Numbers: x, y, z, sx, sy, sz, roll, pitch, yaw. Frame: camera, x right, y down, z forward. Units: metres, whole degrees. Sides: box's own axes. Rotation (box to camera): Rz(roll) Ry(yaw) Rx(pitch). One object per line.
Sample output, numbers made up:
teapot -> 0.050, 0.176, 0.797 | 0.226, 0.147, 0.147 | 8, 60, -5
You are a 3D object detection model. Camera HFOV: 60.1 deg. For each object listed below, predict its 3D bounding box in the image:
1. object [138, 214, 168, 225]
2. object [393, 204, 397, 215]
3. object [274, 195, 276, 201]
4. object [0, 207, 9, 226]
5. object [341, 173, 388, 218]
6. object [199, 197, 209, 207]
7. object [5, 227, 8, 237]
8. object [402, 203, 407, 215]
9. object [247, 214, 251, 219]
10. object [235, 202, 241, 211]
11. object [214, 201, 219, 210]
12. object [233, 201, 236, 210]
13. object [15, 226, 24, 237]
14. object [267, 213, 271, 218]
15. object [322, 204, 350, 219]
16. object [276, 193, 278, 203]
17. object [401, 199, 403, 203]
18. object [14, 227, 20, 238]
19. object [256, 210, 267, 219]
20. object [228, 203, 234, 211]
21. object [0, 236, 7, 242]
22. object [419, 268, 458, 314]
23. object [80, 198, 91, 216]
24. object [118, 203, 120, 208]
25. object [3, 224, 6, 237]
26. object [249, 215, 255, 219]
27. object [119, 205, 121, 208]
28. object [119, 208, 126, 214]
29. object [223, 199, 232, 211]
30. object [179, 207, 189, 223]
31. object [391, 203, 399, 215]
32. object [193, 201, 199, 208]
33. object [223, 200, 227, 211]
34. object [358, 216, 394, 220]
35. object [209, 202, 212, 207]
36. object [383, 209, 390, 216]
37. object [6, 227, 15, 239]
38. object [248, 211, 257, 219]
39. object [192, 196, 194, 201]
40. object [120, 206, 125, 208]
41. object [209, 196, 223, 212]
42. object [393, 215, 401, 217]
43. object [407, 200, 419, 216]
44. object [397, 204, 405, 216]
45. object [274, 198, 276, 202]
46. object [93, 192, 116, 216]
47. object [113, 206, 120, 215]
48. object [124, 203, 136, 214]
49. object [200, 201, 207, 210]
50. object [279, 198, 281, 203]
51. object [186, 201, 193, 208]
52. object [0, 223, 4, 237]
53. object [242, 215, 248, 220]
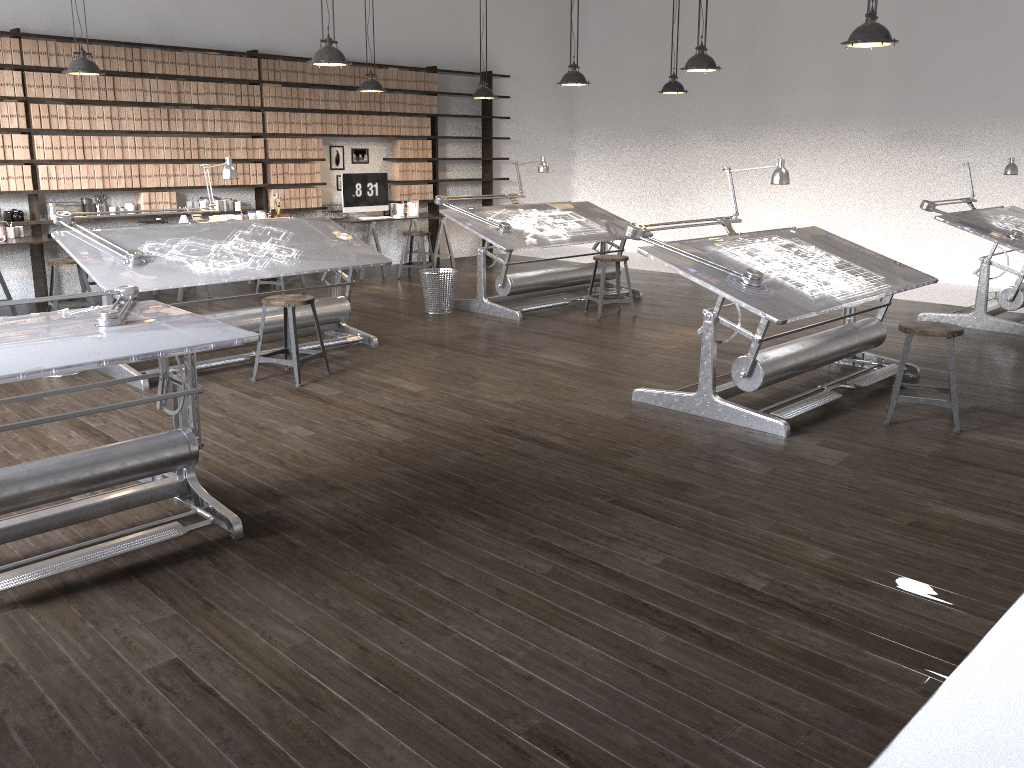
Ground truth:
object -> -3.510, -1.582, 8.662 | 0.285, 0.159, 0.205 | 14, 19, 43
object -> -1.402, -2.128, 10.809 | 0.097, 0.141, 0.096 | -7, 14, -27
object -> -2.556, -1.946, 9.613 | 0.055, 0.212, 0.007 | -9, 15, -38
object -> -4.610, -1.509, 7.974 | 0.236, 0.160, 0.108 | 3, 13, 10
object -> -1.742, -2.216, 10.407 | 0.205, 0.512, 0.647 | 12, 18, 43
object -> -3.242, -1.888, 9.335 | 0.094, 0.160, 0.095 | 11, 17, 40
object -> -4.472, -1.346, 7.864 | 0.044, 0.100, 0.045 | 12, 17, 43
object -> -1.313, -2.128, 10.805 | 0.068, 0.153, 0.068 | 5, 13, 21
object -> -2.818, -1.768, 9.489 | 0.045, 0.100, 0.044 | -12, 17, -44
object -> -2.939, -1.905, 9.501 | 0.062, 0.094, 0.062 | -3, 13, -13
object -> -3.120, -1.871, 9.334 | 0.062, 0.118, 0.062 | 3, 13, 13
object -> -3.004, -1.926, 9.583 | 0.045, 0.101, 0.044 | 9, 15, 35
object -> -4.421, -1.369, 7.955 | 0.062, 0.093, 0.062 | 1, 13, 4
object -> -2.612, -1.783, 9.532 | 0.050, 0.110, 0.049 | -11, 16, -40
object -> -2.038, -1.991, 10.236 | 0.204, 0.159, 0.286 | 10, 17, 36
object -> -2.553, -1.960, 9.634 | 0.007, 0.226, 0.020 | -3, 12, -13
object -> -1.334, -2.181, 10.890 | 0.055, 0.178, 0.007 | 6, 13, 26
object -> -4.420, -1.352, 7.889 | 0.063, 0.092, 0.063 | 1, 13, 4
object -> -2.687, -1.792, 9.510 | 0.105, 0.140, 0.104 | -10, 16, -36
object -> -3.023, -1.901, 9.527 | 0.054, 0.080, 0.054 | 9, 16, 34
object -> -4.422, -1.237, 7.552 | 0.197, 0.050, 0.133 | -4, 15, -15
object -> -0.661, -0.836, 7.993 | 0.353, 0.374, 0.356 | -6, 14, -23
object -> -4.126, -1.705, 8.574 | 0.079, 0.186, 0.079 | 6, 13, 23
object -> -3.838, -1.705, 8.672 | 0.004, 0.126, 0.028 | 11, 16, 42
object -> -4.538, -1.352, 7.840 | 0.095, 0.127, 0.094 | -11, 17, -40
object -> -2.774, -1.756, 9.446 | 0.062, 0.093, 0.062 | 1, 13, 5
object -> -3.822, -1.699, 8.668 | 0.004, 0.102, 0.035 | 10, 16, 39
object -> -3.856, -1.702, 8.740 | 0.062, 0.092, 0.182 | -7, 16, -30
object -> -3.073, -1.941, 9.591 | 0.095, 0.128, 0.095 | 8, 15, 31
object -> -3.336, -1.694, 9.000 | 0.101, 0.207, 0.102 | 0, 12, 0
object -> -1.442, -2.153, 10.902 | 0.095, 0.143, 0.095 | -7, 14, -27
object -> -3.289, -1.842, 9.223 | 0.062, 0.117, 0.064 | -1, 13, -4
object -> -3.085, -1.905, 9.463 | 0.062, 0.118, 0.062 | 3, 13, 13
object -> -1.574, -1.925, 10.273 | 0.119, 0.017, 0.442 | 12, 19, 38
object -> -3.184, -1.874, 9.394 | 0.054, 0.100, 0.055 | -7, 14, -28
object -> -1.521, -2.115, 10.765 | 0.092, 0.141, 0.097 | 6, 14, 24
object -> -4.428, -1.334, 7.821 | 0.062, 0.093, 0.062 | -1, 13, -5
object -> -2.797, -1.797, 9.552 | 0.094, 0.127, 0.095 | 11, 17, 40
object -> -3.328, -1.883, 9.281 | 0.041, 0.167, 0.009 | -11, 16, -41
object -> -3.845, -1.708, 8.744 | 0.045, 0.100, 0.044 | -11, 17, -41
object -> -3.159, -1.914, 9.432 | 0.095, 0.160, 0.206 | -12, 18, -42
object -> -1.364, -1.991, 10.497 | 0.107, 0.028, 0.059 | 13, 19, 40
object -> -1.207, -2.149, 10.812 | 0.145, 0.194, 0.145 | 4, 14, 17
object -> -1.347, -2.105, 10.718 | 0.095, 0.143, 0.095 | -4, 13, -19
object -> -2.560, -1.939, 9.629 | 0.053, 0.180, 0.006 | 0, 12, -2
object -> -3.970, -1.763, 8.609 | 0.157, 0.269, 0.183 | 7, 15, 28
object -> -3.898, -1.701, 8.722 | 0.063, 0.092, 0.063 | 2, 13, 7
object -> -3.778, -1.724, 8.760 | 0.095, 0.127, 0.094 | -10, 16, -37
object -> -3.219, -1.845, 9.231 | 0.062, 0.118, 0.062 | 1, 13, 5
object -> -2.541, -1.937, 9.626 | 0.071, 0.184, 0.008 | 0, 12, -3
object -> -3.356, -1.843, 9.224 | 0.062, 0.118, 0.062 | -1, 13, -4
object -> -4.496, -1.330, 7.731 | 0.104, 0.140, 0.105 | 10, 16, 36
object -> -2.844, -1.754, 9.439 | 0.062, 0.092, 0.064 | -1, 13, -4
